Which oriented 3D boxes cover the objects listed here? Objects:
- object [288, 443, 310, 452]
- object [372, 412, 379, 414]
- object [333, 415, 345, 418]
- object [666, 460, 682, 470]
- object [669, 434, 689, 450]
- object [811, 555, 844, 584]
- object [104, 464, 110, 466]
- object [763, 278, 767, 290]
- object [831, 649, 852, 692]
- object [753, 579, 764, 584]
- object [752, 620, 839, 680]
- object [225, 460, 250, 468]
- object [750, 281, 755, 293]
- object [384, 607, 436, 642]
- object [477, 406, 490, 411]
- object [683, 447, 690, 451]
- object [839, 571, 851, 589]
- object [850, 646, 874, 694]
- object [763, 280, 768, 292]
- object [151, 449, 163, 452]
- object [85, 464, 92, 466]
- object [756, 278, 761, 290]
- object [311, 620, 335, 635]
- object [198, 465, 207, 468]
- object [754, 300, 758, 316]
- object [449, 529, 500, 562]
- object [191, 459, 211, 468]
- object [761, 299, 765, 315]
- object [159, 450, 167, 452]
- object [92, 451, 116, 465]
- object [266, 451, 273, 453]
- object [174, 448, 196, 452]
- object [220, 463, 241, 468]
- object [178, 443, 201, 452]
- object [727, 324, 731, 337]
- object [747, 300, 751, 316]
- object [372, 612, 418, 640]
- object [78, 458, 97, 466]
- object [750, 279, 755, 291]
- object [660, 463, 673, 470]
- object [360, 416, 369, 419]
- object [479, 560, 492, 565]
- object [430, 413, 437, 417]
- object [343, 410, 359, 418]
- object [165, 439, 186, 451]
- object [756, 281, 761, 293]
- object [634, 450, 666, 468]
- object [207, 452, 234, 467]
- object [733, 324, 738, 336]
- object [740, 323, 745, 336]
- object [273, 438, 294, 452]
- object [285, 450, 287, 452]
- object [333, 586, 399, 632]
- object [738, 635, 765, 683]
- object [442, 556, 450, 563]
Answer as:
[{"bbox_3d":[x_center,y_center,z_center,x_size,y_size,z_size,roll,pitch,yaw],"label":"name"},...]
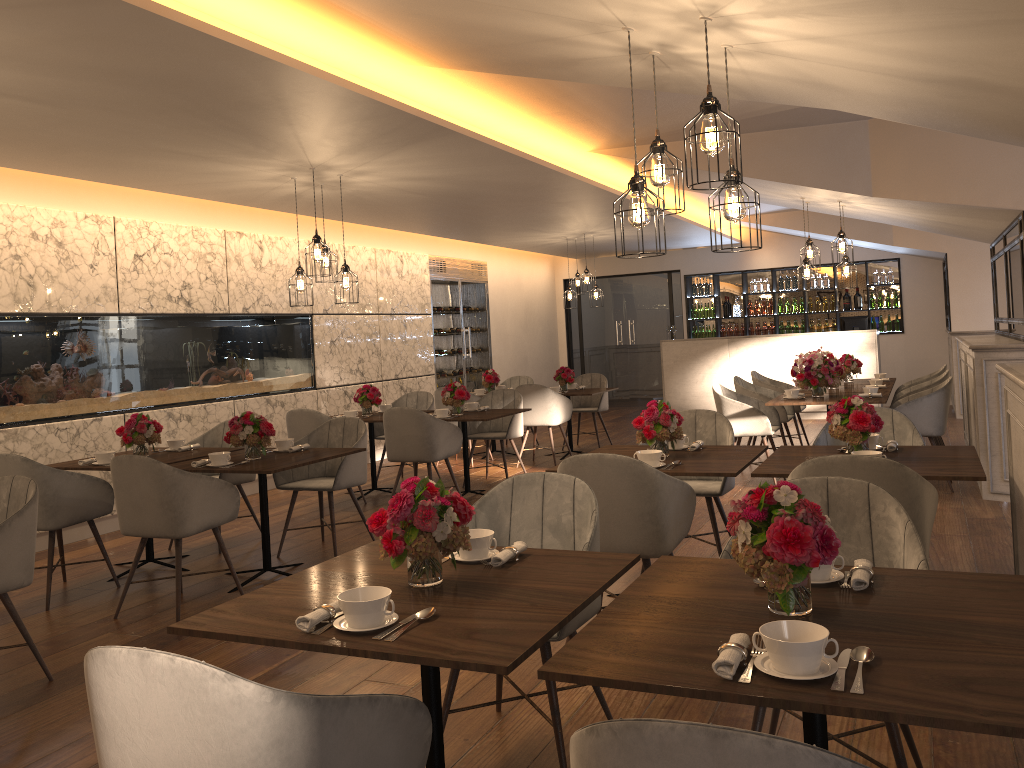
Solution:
[{"bbox_3d":[-1.338,0.402,5.565,0.056,0.039,0.176,-2,3,25],"label":"object"},{"bbox_3d":[-1.271,0.269,8.343,0.022,0.004,0.211,-2,3,25],"label":"object"},{"bbox_3d":[-1.517,0.293,7.815,0.056,0.039,0.176,-2,3,25],"label":"object"},{"bbox_3d":[0.754,0.376,4.101,0.043,0.015,0.197,-2,3,21],"label":"object"},{"bbox_3d":[0.865,0.309,4.699,0.148,0.072,0.148,-3,2,-7],"label":"object"},{"bbox_3d":[0.744,0.448,2.196,0.148,0.072,0.148,-3,2,-7],"label":"object"},{"bbox_3d":[-2.414,0.486,5.424,0.022,0.004,0.211,-2,3,25],"label":"object"},{"bbox_3d":[4.070,-1.608,14.248,0.069,0.208,0.040,-3,0,25],"label":"object"},{"bbox_3d":[0.604,0.521,1.619,0.022,0.004,0.211,-2,3,25],"label":"object"},{"bbox_3d":[0.642,0.481,2.222,0.043,0.015,0.197,-2,3,29],"label":"object"},{"bbox_3d":[0.520,0.490,1.628,0.148,0.072,0.148,-3,2,-7],"label":"object"},{"bbox_3d":[-1.554,0.455,5.015,0.043,0.015,0.197,-2,3,21],"label":"object"},{"bbox_3d":[3.890,-1.566,14.333,0.070,0.190,0.041,-3,0,25],"label":"object"},{"bbox_3d":[-0.223,0.541,1.996,0.043,0.015,0.197,-2,3,21],"label":"object"},{"bbox_3d":[-0.255,0.219,7.899,0.056,0.039,0.176,-2,3,25],"label":"object"},{"bbox_3d":[0.935,0.332,4.657,0.025,0.024,0.193,-3,3,25],"label":"object"},{"bbox_3d":[0.813,0.470,2.153,0.025,0.024,0.193,-3,3,25],"label":"object"},{"bbox_3d":[0.632,0.514,1.598,0.043,0.015,0.197,-2,3,21],"label":"object"},{"bbox_3d":[4.072,-1.572,14.248,0.070,0.190,0.041,-3,0,25],"label":"object"},{"bbox_3d":[-2.383,0.447,6.030,0.043,0.015,0.197,-2,3,21],"label":"object"},{"bbox_3d":[-2.565,0.481,5.475,0.025,0.024,0.193,-3,3,25],"label":"object"},{"bbox_3d":[3.979,-1.605,14.291,0.069,0.208,0.040,-3,0,25],"label":"object"},{"bbox_3d":[-0.402,0.542,2.068,0.025,0.024,0.193,-3,3,25],"label":"object"},{"bbox_3d":[-1.733,0.456,5.087,0.025,0.024,0.193,-3,3,25],"label":"object"},{"bbox_3d":[3.952,-1.235,14.345,0.065,0.261,0.066,-3,0,4],"label":"object"},{"bbox_3d":[-0.112,0.474,2.594,0.148,0.072,0.148,-3,2,-7],"label":"object"},{"bbox_3d":[-1.768,0.450,5.093,0.056,0.039,0.176,-2,3,25],"label":"object"},{"bbox_3d":[4.052,-1.238,14.298,0.065,0.261,0.066,-3,0,4],"label":"object"},{"bbox_3d":[-2.354,0.452,6.009,0.022,0.004,0.211,-2,3,25],"label":"object"},{"bbox_3d":[-2.498,0.456,5.433,0.148,0.072,0.148,-3,2,2],"label":"object"},{"bbox_3d":[-1.522,0.427,5.622,0.022,0.004,0.211,-2,3,25],"label":"object"},{"bbox_3d":[-2.205,0.436,5.958,0.025,0.024,0.193,-3,3,25],"label":"object"},{"bbox_3d":[-1.582,0.461,5.036,0.022,0.004,0.211,-2,3,25],"label":"object"},{"bbox_3d":[-2.170,0.427,5.952,0.056,0.039,0.176,-2,3,25],"label":"object"},{"bbox_3d":[3.558,-0.860,14.536,0.065,0.261,0.066,-3,0,4],"label":"object"},{"bbox_3d":[3.852,-1.232,14.391,0.065,0.261,0.066,-3,0,4],"label":"object"},{"bbox_3d":[-0.252,0.547,2.017,0.022,0.004,0.211,-2,3,25],"label":"object"},{"bbox_3d":[-2.600,0.476,5.480,0.056,0.039,0.176,-2,3,25],"label":"object"},{"bbox_3d":[3.888,-1.603,14.333,0.069,0.208,0.040,-3,0,25],"label":"object"},{"bbox_3d":[0.725,0.382,4.123,0.022,0.004,0.211,-2,3,25],"label":"object"},{"bbox_3d":[-1.302,0.297,7.737,0.043,0.015,0.197,-2,3,21],"label":"object"},{"bbox_3d":[-0.042,0.496,2.552,0.025,0.024,0.193,-3,3,25],"label":"object"},{"bbox_3d":[-0.685,0.268,7.428,0.056,0.039,0.176,-2,3,25],"label":"object"},{"bbox_3d":[-1.415,0.273,7.767,0.148,0.072,0.148,-4,3,-22],"label":"object"},{"bbox_3d":[-2.274,0.414,6.000,0.148,0.072,0.148,-3,2,2],"label":"object"},{"bbox_3d":[3.981,-1.569,14.291,0.070,0.190,0.041,-3,0,25],"label":"object"},{"bbox_3d":[0.642,0.351,4.132,0.148,0.072,0.148,-3,2,-7],"label":"object"},{"bbox_3d":[-1.666,0.430,5.046,0.148,0.072,0.148,-3,2,2],"label":"object"},{"bbox_3d":[3.658,-0.863,14.489,0.065,0.261,0.066,-3,0,4],"label":"object"},{"bbox_3d":[3.758,-0.866,14.442,0.065,0.261,0.066,-3,0,4],"label":"object"},{"bbox_3d":[-1.442,0.388,5.613,0.148,0.072,0.148,-3,2,2],"label":"object"},{"bbox_3d":[-1.373,0.410,5.571,0.025,0.024,0.193,-3,3,25],"label":"object"},{"bbox_3d":[-0.335,0.516,2.027,0.148,0.072,0.148,-3,2,-7],"label":"object"},{"bbox_3d":[0.454,0.516,1.670,0.025,0.024,0.193,-3,3,25],"label":"object"},{"bbox_3d":[-0.191,0.513,2.603,0.022,0.004,0.211,-2,3,25],"label":"object"}]
